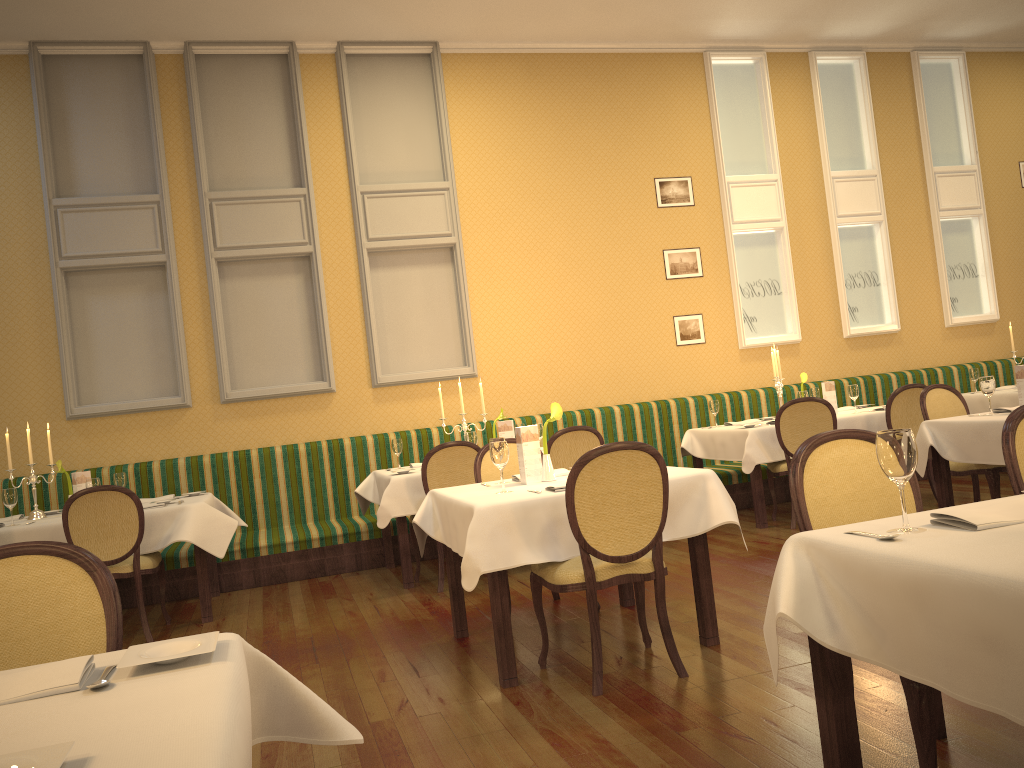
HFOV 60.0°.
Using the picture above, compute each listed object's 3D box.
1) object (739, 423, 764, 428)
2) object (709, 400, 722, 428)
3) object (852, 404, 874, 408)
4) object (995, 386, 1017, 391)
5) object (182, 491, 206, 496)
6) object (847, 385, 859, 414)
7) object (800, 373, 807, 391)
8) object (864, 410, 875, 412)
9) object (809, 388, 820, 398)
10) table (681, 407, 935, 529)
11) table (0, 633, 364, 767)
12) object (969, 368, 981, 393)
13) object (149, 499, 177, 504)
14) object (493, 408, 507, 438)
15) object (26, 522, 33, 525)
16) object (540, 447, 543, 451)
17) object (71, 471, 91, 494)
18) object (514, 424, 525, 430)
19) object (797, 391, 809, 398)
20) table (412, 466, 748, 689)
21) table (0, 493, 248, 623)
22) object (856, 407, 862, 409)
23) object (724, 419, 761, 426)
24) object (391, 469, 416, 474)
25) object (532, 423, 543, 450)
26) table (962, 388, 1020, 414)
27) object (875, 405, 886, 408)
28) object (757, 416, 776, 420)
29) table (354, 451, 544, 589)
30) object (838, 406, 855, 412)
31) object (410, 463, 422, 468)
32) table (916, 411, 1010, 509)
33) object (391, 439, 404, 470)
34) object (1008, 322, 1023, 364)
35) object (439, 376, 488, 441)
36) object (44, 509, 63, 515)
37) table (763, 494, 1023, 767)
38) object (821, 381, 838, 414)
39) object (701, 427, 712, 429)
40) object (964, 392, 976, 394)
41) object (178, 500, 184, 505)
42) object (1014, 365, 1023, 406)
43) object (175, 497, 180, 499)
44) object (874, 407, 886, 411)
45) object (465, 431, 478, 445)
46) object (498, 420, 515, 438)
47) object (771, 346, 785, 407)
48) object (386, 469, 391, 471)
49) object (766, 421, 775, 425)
[{"bbox_3d":[1.837,0.326,6.855,0.160,0.024,0.160,-6,-1,-16],"label":"object"},{"bbox_3d":[1.719,0.251,7.500,0.088,0.229,0.088,-7,-2,32],"label":"object"},{"bbox_3d":[3.119,0.203,7.907,0.160,0.024,0.160,-6,-1,-16],"label":"object"},{"bbox_3d":[4.533,0.044,8.240,0.273,0.033,0.142,-6,-1,-16],"label":"object"},{"bbox_3d":[-2.283,0.792,6.369,0.160,0.024,0.160,-6,-1,-16],"label":"object"},{"bbox_3d":[2.761,0.122,7.152,0.088,0.229,0.088,-7,-2,32],"label":"object"},{"bbox_3d":[2.432,0.092,7.387,0.076,0.375,0.163,-7,-1,6],"label":"object"},{"bbox_3d":[2.868,0.220,7.158,0.017,0.010,0.185,-6,-1,-16],"label":"object"},{"bbox_3d":[2.658,0.148,7.762,0.088,0.229,0.088,-7,-2,26],"label":"object"},{"bbox_3d":[2.553,0.644,7.340,2.152,0.759,1.385,-6,-1,-16],"label":"table"},{"bbox_3d":[-1.175,0.927,1.022,2.152,0.759,1.385,-6,-1,-16],"label":"table"},{"bbox_3d":[4.301,-0.031,8.235,0.088,0.229,0.088,-7,-2,32],"label":"object"},{"bbox_3d":[-2.285,0.780,5.818,0.160,0.024,0.160,-6,-1,-16],"label":"object"},{"bbox_3d":[-0.103,0.373,6.803,0.163,0.375,0.076,-6,-2,-34],"label":"object"},{"bbox_3d":[-2.980,0.859,5.493,0.017,0.010,0.185,-6,-1,-16],"label":"object"},{"bbox_3d":[0.283,0.509,7.068,0.273,0.033,0.142,-6,-1,-16],"label":"object"},{"bbox_3d":[-2.842,0.718,5.827,0.081,0.277,0.166,-7,-1,6],"label":"object"},{"bbox_3d":[0.071,0.431,7.026,0.088,0.229,0.088,-7,-2,32],"label":"object"},{"bbox_3d":[2.308,0.171,7.013,0.088,0.229,0.088,-7,-2,32],"label":"object"},{"bbox_3d":[0.291,0.832,4.186,1.395,0.759,1.389,-6,-1,-14],"label":"table"},{"bbox_3d":[-2.848,1.234,5.802,2.152,0.759,1.385,-6,-1,-16],"label":"table"},{"bbox_3d":[3.033,0.215,7.835,0.038,0.015,0.181,-6,-1,-14],"label":"object"},{"bbox_3d":[1.951,0.326,7.505,0.273,0.033,0.142,-6,-1,-16],"label":"object"},{"bbox_3d":[-0.750,0.609,6.118,0.160,0.024,0.160,-6,-1,-16],"label":"object"},{"bbox_3d":[0.193,0.402,6.400,0.088,0.229,0.088,-7,-2,32],"label":"object"},{"bbox_3d":[5.135,0.362,8.076,2.152,0.759,1.385,-6,-1,-16],"label":"table"},{"bbox_3d":[3.116,0.190,7.356,0.160,0.024,0.160,-6,-1,-16],"label":"object"},{"bbox_3d":[2.217,0.301,7.670,0.160,0.024,0.160,-6,-1,-16],"label":"object"},{"bbox_3d":[-0.033,0.926,6.604,2.152,0.759,1.385,-6,-1,-16],"label":"table"},{"bbox_3d":[2.869,0.226,7.805,0.273,0.033,0.142,-6,-1,-16],"label":"object"},{"bbox_3d":[-0.635,0.608,6.768,0.273,0.033,0.142,-6,-1,-16],"label":"object"},{"bbox_3d":[3.199,0.514,5.015,1.395,0.759,1.389,-6,-1,-14],"label":"table"},{"bbox_3d":[-0.868,0.534,6.763,0.088,0.229,0.088,-7,-2,32],"label":"object"},{"bbox_3d":[4.710,-0.293,8.069,0.131,0.655,0.390,-6,-1,-10],"label":"object"},{"bbox_3d":[-0.363,0.263,6.675,0.390,0.655,0.131,-7,-1,3],"label":"object"},{"bbox_3d":[-3.184,0.891,6.131,0.160,0.024,0.160,-6,-1,-16],"label":"object"},{"bbox_3d":[1.713,0.611,1.845,2.152,0.759,1.385,-6,-1,-16],"label":"table"},{"bbox_3d":[2.657,0.117,7.380,0.081,0.277,0.166,-8,-2,36],"label":"object"},{"bbox_3d":[1.645,0.367,7.478,0.038,0.015,0.181,-6,-1,-14],"label":"object"},{"bbox_3d":[4.227,0.085,8.214,0.038,0.015,0.181,-6,-1,-14],"label":"object"},{"bbox_3d":[-2.141,0.765,5.719,0.038,0.015,0.181,-6,-1,-14],"label":"object"},{"bbox_3d":[2.973,0.028,5.134,0.081,0.277,0.166,-7,-2,31],"label":"object"},{"bbox_3d":[-2.368,0.805,6.297,0.038,0.015,0.181,-6,-1,-14],"label":"object"},{"bbox_3d":[3.066,0.192,7.146,0.273,0.024,0.142,-6,-1,-16],"label":"object"},{"bbox_3d":[-0.279,0.454,6.276,0.088,0.229,0.088,-7,-2,32],"label":"object"},{"bbox_3d":[-0.063,0.414,6.605,0.081,0.277,0.166,-5,-2,-44],"label":"object"},{"bbox_3d":[2.206,-0.019,7.348,0.131,0.655,0.390,-7,-1,-2],"label":"object"},{"bbox_3d":[-0.941,0.650,6.742,0.038,0.015,0.181,-6,-1,-14],"label":"object"},{"bbox_3d":[2.144,0.290,6.937,0.273,0.033,0.142,-6,-1,-16],"label":"object"}]
